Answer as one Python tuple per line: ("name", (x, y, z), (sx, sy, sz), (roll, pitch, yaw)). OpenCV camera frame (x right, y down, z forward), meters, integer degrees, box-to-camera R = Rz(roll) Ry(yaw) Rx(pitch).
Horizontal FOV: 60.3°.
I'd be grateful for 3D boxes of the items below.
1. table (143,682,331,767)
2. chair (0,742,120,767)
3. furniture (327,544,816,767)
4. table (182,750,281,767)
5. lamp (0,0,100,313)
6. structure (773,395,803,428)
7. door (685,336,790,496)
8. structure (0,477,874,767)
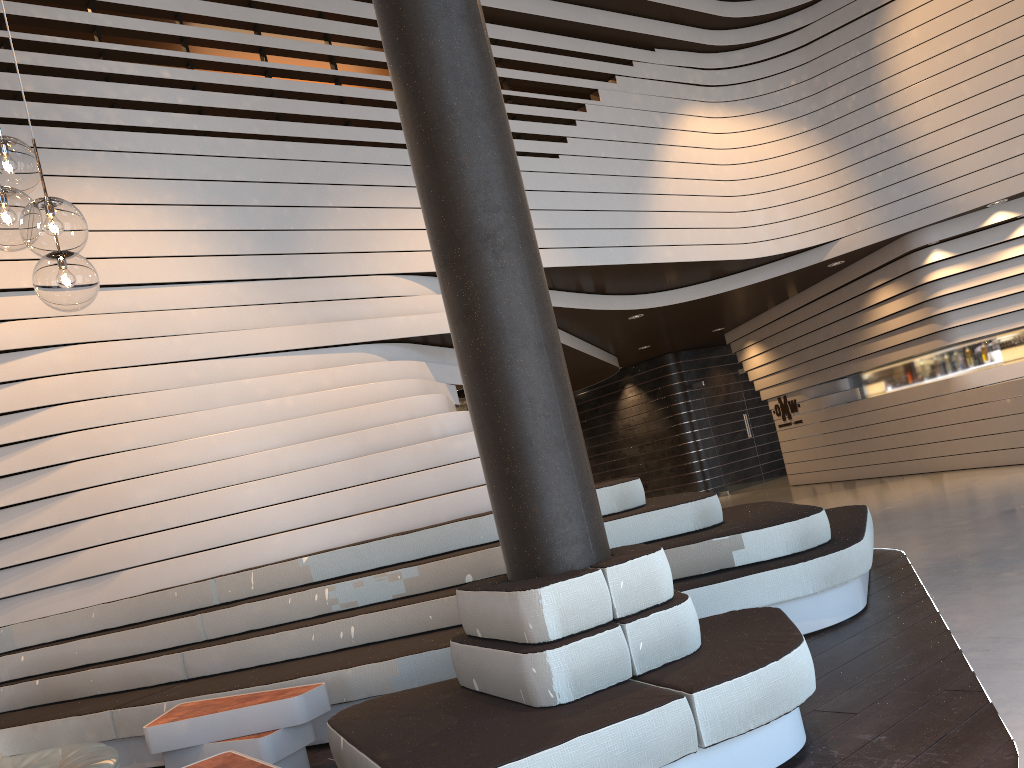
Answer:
("table", (-1.266, 1.631, 3.962), (0.919, 0.369, 0.409), (-16, -5, 24))
("chair", (-1.862, 1.494, 3.316), (0.702, 0.764, 0.667), (-12, -3, -22))
("furniture", (0.185, 0.985, 2.875), (1.768, 0.720, 1.284), (-13, -5, -3))
("table", (-0.842, 1.370, 2.572), (0.407, 0.369, 0.925), (-10, -6, -36))
("lamp", (1.440, -2.697, 6.886), (41.255, 4.604, 9.225), (-8, -7, -38))
("structure", (4.280, 0.419, 13.752), (0.017, 0.468, 0.811), (-13, -5, -14))
("door", (3.905, 0.515, 15.133), (0.078, 2.694, 1.806), (-13, -2, -34))
("structure", (-5.579, 2.095, 1.655), (17.923, 0.925, 5.896), (-7, -9, -42))
